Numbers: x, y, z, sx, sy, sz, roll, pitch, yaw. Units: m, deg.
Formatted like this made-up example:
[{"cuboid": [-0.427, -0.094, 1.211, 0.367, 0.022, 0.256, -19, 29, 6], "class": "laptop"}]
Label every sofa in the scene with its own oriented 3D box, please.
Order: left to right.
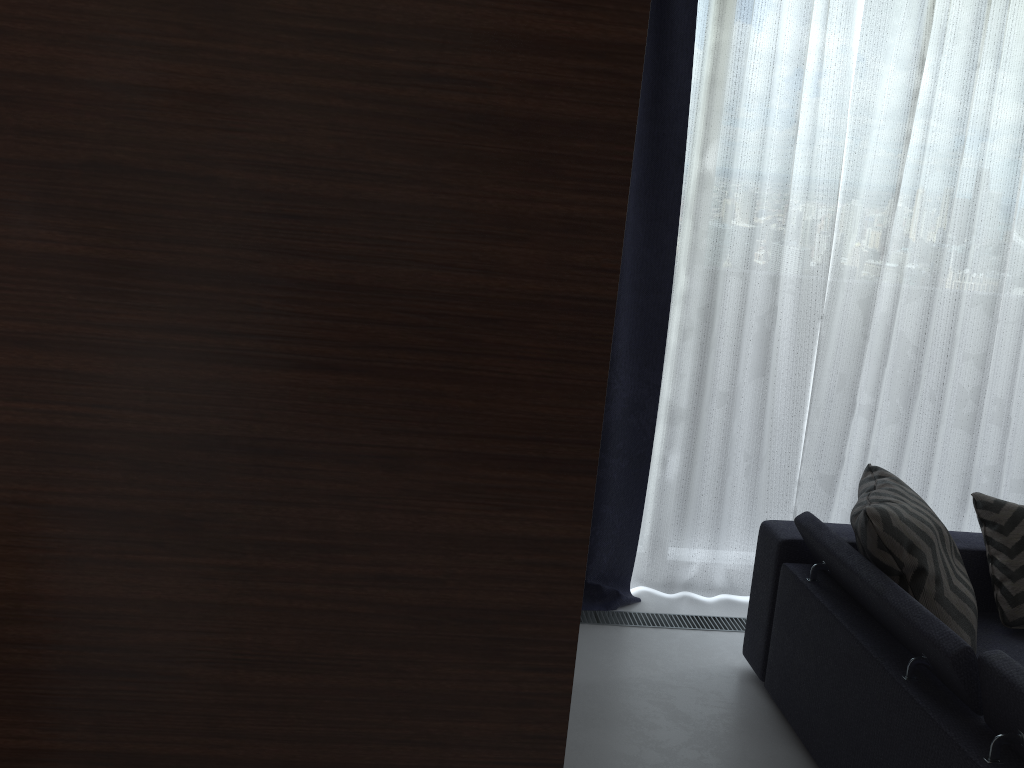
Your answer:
[{"cuboid": [1.856, 1.004, 1.572, 1.897, 0.601, 2.914, 5, 11, -6], "class": "sofa"}]

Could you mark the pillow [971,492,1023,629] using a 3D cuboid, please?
[{"cuboid": [1.656, 0.558, 2.711, 0.415, 0.341, 0.290, 6, 9, -1], "class": "pillow"}]

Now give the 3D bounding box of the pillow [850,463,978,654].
[{"cuboid": [1.126, 0.559, 2.500, 0.357, 0.512, 0.602, 9, 10, 24], "class": "pillow"}]

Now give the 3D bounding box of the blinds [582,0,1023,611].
[{"cuboid": [2.592, 0.157, 0.737, 7.131, 2.740, 5.879, 5, 11, -3], "class": "blinds"}]
